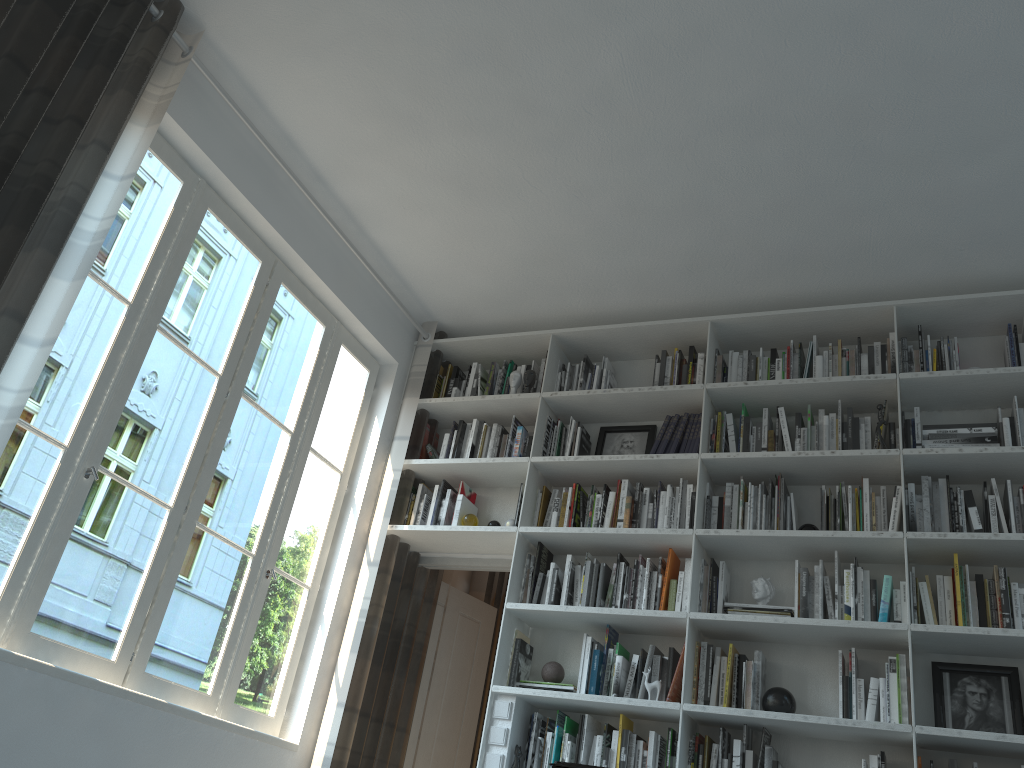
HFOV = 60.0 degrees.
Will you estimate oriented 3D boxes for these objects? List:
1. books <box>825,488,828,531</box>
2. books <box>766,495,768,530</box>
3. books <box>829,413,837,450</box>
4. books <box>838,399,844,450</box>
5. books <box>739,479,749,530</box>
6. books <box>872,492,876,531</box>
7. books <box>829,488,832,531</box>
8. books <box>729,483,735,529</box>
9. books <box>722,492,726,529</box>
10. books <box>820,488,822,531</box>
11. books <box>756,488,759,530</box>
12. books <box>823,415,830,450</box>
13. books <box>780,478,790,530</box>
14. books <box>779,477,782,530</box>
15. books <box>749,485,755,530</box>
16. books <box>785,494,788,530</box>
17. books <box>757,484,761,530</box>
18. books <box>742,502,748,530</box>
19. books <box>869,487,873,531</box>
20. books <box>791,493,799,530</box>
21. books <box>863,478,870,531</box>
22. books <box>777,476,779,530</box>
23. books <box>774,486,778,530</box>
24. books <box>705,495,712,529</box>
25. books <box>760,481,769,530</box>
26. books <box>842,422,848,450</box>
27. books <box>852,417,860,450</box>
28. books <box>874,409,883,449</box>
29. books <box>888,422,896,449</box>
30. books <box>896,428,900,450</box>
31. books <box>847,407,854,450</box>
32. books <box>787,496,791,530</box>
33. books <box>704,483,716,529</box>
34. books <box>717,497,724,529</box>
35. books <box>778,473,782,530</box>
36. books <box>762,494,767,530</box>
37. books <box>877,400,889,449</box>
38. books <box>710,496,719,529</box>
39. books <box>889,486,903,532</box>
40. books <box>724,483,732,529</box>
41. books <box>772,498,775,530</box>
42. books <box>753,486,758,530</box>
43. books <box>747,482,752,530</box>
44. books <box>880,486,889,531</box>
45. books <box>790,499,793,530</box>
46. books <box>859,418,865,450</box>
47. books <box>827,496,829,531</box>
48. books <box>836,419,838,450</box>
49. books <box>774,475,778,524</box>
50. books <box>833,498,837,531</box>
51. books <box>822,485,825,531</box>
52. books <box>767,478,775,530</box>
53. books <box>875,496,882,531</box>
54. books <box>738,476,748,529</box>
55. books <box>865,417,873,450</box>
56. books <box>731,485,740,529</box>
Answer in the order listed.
[{"bbox_3d":[1.373,0.599,3.859,0.005,0.239,0.174,-3,-31,24],"label":"books"},{"bbox_3d":[1.157,0.630,3.973,0.011,0.225,0.130,-3,-31,24],"label":"books"},{"bbox_3d":[1.466,0.280,4.035,0.028,0.259,0.136,-3,-31,24],"label":"books"},{"bbox_3d":[1.495,0.249,4.023,0.011,0.312,0.184,-3,-31,24],"label":"books"},{"bbox_3d":[1.051,0.598,4.012,0.010,0.282,0.184,-3,-31,24],"label":"books"},{"bbox_3d":[1.552,0.602,3.790,0.011,0.228,0.166,-3,-31,24],"label":"books"},{"bbox_3d":[1.386,0.595,3.844,0.005,0.235,0.179,-3,-31,24],"label":"books"},{"bbox_3d":[1.012,0.607,4.034,0.012,0.275,0.158,-3,-31,24],"label":"books"},{"bbox_3d":[0.980,0.630,4.050,0.012,0.238,0.134,-3,-31,24],"label":"books"},{"bbox_3d":[1.362,0.604,3.887,0.005,0.253,0.161,-3,-31,24],"label":"books"},{"bbox_3d":[1.119,0.615,3.991,0.011,0.254,0.153,-3,-31,24],"label":"books"},{"bbox_3d":[1.434,0.287,4.022,0.021,0.225,0.192,-3,-31,24],"label":"books"},{"bbox_3d":[1.213,0.587,3.939,0.011,0.285,0.189,-3,-31,24],"label":"books"},{"bbox_3d":[1.211,0.590,3.965,0.005,0.304,0.163,-3,-31,24],"label":"books"},{"bbox_3d":[1.090,0.606,3.980,0.012,0.250,0.184,-3,-31,24],"label":"books"},{"bbox_3d":[1.231,0.625,3.950,0.009,0.235,0.135,-3,-31,24],"label":"books"},{"bbox_3d":[1.122,0.604,3.975,0.009,0.259,0.181,-3,-31,24],"label":"books"},{"bbox_3d":[1.067,0.647,3.995,0.029,0.186,0.150,-3,-31,24],"label":"books"},{"bbox_3d":[1.543,0.588,3.798,0.010,0.256,0.140,-3,-31,24],"label":"books"},{"bbox_3d":[1.255,0.617,3.922,0.031,0.231,0.148,-3,-31,24],"label":"books"},{"bbox_3d":[1.528,0.574,3.805,0.022,0.283,0.191,-3,-31,24],"label":"books"},{"bbox_3d":[1.205,0.588,3.975,0.005,0.314,0.158,-3,-31,24],"label":"books"},{"bbox_3d":[1.188,0.605,3.955,0.010,0.260,0.159,-3,-31,24],"label":"books"},{"bbox_3d":[0.913,0.643,4.061,0.015,0.206,0.187,-3,-31,24],"label":"books"},{"bbox_3d":[1.135,0.599,3.980,0.011,0.278,0.170,-3,-31,24],"label":"books"},{"bbox_3d":[1.510,0.301,4.009,0.024,0.212,0.151,-3,-31,24],"label":"books"},{"bbox_3d":[1.548,0.288,3.976,0.030,0.216,0.183,-3,-31,24],"label":"books"},{"bbox_3d":[1.633,0.263,3.950,0.055,0.262,0.167,-3,-31,24],"label":"books"},{"bbox_3d":[1.691,0.295,3.933,0.028,0.210,0.135,-3,-31,24],"label":"books"},{"bbox_3d":[1.713,0.305,3.925,0.019,0.193,0.098,-3,-31,24],"label":"books"},{"bbox_3d":[1.538,0.268,4.019,0.022,0.289,0.147,-3,-31,24],"label":"books"},{"bbox_3d":[1.236,0.629,3.936,0.012,0.217,0.151,-3,-31,24],"label":"books"},{"bbox_3d":[0.913,0.619,4.098,0.012,0.283,0.160,-3,-31,24],"label":"books"},{"bbox_3d":[0.967,0.647,4.062,0.024,0.218,0.140,-3,-31,24],"label":"books"},{"bbox_3d":[1.209,0.580,3.974,0.005,0.329,0.162,-3,-31,24],"label":"books"},{"bbox_3d":[1.136,0.625,3.954,0.011,0.208,0.182,-3,-31,24],"label":"books"},{"bbox_3d":[1.649,0.246,3.952,0.058,0.301,0.176,-3,-31,24],"label":"books"},{"bbox_3d":[0.943,0.647,4.076,0.029,0.223,0.137,-3,-31,24],"label":"books"},{"bbox_3d":[1.617,0.578,3.733,0.064,0.235,0.209,-3,-31,24],"label":"books"},{"bbox_3d":[0.997,0.609,4.046,0.026,0.278,0.151,-3,-31,24],"label":"books"},{"bbox_3d":[1.179,0.635,3.966,0.012,0.216,0.134,-3,-31,24],"label":"books"},{"bbox_3d":[1.110,0.614,3.997,0.010,0.260,0.170,-3,-31,24],"label":"books"},{"bbox_3d":[1.081,0.601,3.986,0.009,0.262,0.190,-3,-31,24],"label":"books"},{"bbox_3d":[1.587,0.583,3.772,0.022,0.256,0.155,-3,-31,24],"label":"books"},{"bbox_3d":[1.242,0.631,3.930,0.004,0.208,0.132,-3,-31,24],"label":"books"},{"bbox_3d":[1.574,0.286,3.969,0.022,0.221,0.161,-3,-31,24],"label":"books"},{"bbox_3d":[1.386,0.617,3.863,0.013,0.215,0.150,-3,-31,24],"label":"books"},{"bbox_3d":[1.481,0.290,4.017,0.013,0.229,0.142,-3,-31,24],"label":"books"},{"bbox_3d":[1.190,0.584,3.977,0.004,0.319,0.153,-3,-31,24],"label":"books"},{"bbox_3d":[1.408,0.621,3.846,0.011,0.199,0.163,-3,-31,24],"label":"books"},{"bbox_3d":[1.375,0.598,3.894,0.012,0.274,0.129,-3,-31,24],"label":"books"},{"bbox_3d":[1.165,0.591,3.968,0.011,0.290,0.177,-3,-31,24],"label":"books"},{"bbox_3d":[1.566,0.607,3.780,0.024,0.215,0.142,-3,-31,24],"label":"books"},{"bbox_3d":[1.053,0.595,4.041,0.011,0.315,0.155,-3,-31,24],"label":"books"},{"bbox_3d":[1.602,0.287,3.975,0.025,0.236,0.153,-3,-31,24],"label":"books"},{"bbox_3d":[1.028,0.613,4.025,0.024,0.261,0.178,-3,-31,24],"label":"books"}]
